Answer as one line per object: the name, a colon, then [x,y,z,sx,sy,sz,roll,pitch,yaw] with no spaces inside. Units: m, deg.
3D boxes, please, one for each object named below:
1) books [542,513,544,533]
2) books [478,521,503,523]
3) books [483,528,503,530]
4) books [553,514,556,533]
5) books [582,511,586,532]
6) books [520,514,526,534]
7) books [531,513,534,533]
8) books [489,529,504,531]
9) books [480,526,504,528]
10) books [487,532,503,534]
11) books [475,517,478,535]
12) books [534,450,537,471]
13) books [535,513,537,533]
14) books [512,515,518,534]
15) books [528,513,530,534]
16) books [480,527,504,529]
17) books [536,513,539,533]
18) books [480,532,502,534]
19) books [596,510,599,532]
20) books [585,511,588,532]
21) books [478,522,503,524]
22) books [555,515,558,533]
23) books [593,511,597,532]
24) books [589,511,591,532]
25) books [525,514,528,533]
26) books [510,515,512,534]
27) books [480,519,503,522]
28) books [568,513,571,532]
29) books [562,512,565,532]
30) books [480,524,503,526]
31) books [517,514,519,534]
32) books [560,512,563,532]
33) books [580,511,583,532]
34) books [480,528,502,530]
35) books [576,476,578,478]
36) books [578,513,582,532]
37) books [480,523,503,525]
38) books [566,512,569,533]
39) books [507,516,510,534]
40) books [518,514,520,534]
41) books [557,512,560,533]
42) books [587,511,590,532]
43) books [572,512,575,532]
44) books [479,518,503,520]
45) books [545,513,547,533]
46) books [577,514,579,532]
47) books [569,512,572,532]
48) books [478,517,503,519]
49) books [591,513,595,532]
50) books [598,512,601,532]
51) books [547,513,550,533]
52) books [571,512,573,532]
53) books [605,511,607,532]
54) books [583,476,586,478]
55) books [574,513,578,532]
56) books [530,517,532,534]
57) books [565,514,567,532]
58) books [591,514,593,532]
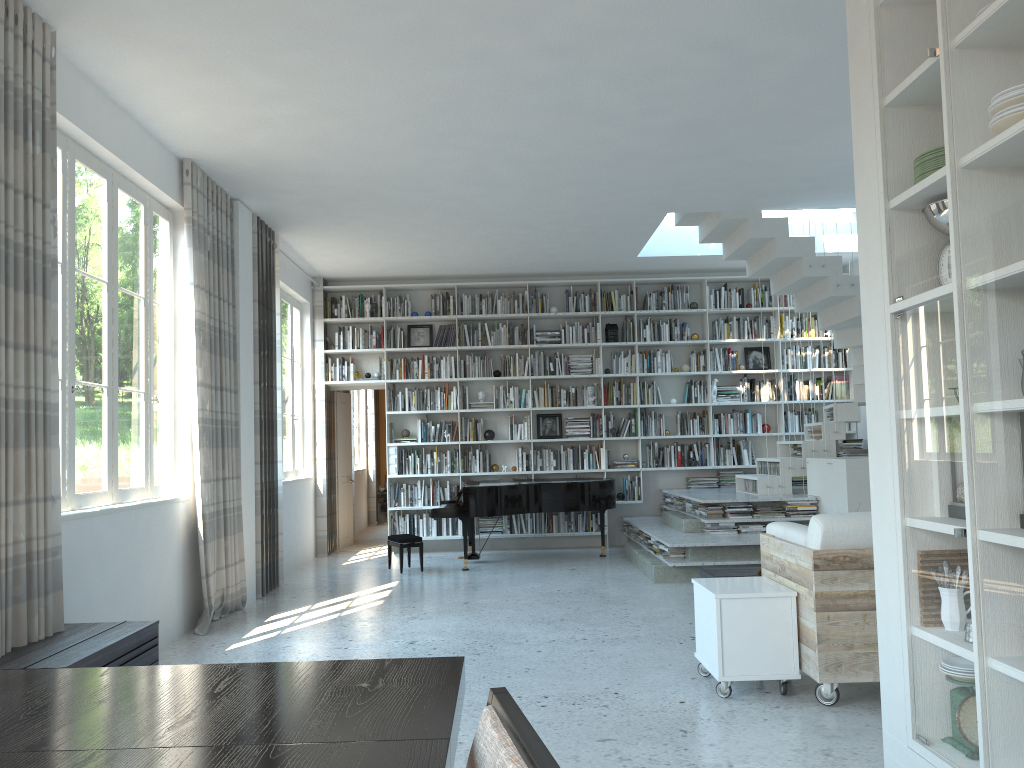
books: [0.360,1.611,10.418,0.025,0.263,0.145,-2,-4,-1]
books: [-0.251,1.613,10.402,0.285,0.005,0.159,-1,-4,-5]
books: [-0.245,1.699,10.402,0.285,0.007,0.159,-2,-4,1]
books: [0.491,1.634,10.396,0.028,0.206,0.175,-2,-4,-1]
books: [0.842,1.602,10.393,0.044,0.251,0.187,-2,-4,-1]
books: [0.123,1.610,10.405,0.073,0.275,0.181,-2,-4,-1]
books: [0.243,1.627,10.424,0.021,0.237,0.115,-2,-4,-1]
books: [-0.245,1.713,10.394,0.285,0.007,0.159,-2,-4,4]
books: [-0.246,1.672,10.396,0.285,0.007,0.159,-1,-4,-6]
books: [-0.246,1.748,10.404,0.285,0.007,0.159,-2,-4,-1]
books: [-0.413,1.622,10.407,0.027,0.282,0.129,-2,-3,-1]
books: [0.269,0.901,10.457,0.029,0.243,0.154,-2,-4,-1]
books: [0.280,1.626,10.420,0.010,0.237,0.134,-2,-4,-1]
books: [0.032,1.624,10.400,0.062,0.253,0.178,-2,-4,-1]
books: [0.197,1.615,10.388,0.024,0.260,0.189,-2,-4,-1]
books: [-0.246,1.685,10.398,0.285,0.007,0.159,-1,-4,-5]
books: [0.298,1.615,10.397,0.026,0.256,0.183,-2,-4,-1]
books: [-0.246,1.740,10.395,0.254,0.007,0.161,-2,-4,3]
books: [0.996,1.596,10.411,0.013,0.256,0.176,-2,-4,-1]
books: [0.870,1.569,10.399,0.013,0.317,0.186,-2,-4,-1]
books: [-0.251,1.624,10.409,0.285,0.005,0.159,-1,-4,-2]
books: [0.520,1.640,10.426,0.030,0.196,0.143,-2,-4,-1]
books: [0.976,1.612,10.419,0.028,0.227,0.162,-2,-4,-1]
books: [0.910,1.598,10.407,0.011,0.258,0.171,-2,-4,-1]
books: [0.172,1.618,10.419,0.025,0.259,0.133,-2,-4,-1]
books: [-0.012,1.633,10.410,0.028,0.237,0.136,-2,-4,-1]
books: [-0.248,1.602,10.405,0.285,0.005,0.159,-1,-4,-4]
books: [0.667,1.627,10.409,0.022,0.212,0.167,-2,-4,-1]
books: [0.604,1.605,10.420,0.028,0.261,0.132,-2,-4,-1]
books: [-0.247,1.652,10.410,0.285,0.007,0.159,-2,-4,-1]
books: [0.069,1.633,10.398,0.011,0.232,0.174,-2,-4,-1]
books: [0.575,1.619,10.419,0.030,0.234,0.138,-2,-4,-1]
books: [0.814,1.583,10.404,0.011,0.292,0.184,-2,-4,-1]
books: [-0.246,1.692,10.398,0.254,0.007,0.161,-1,-4,-5]
books: [0.762,1.226,10.368,0.013,0.303,0.181,-2,-4,-1]
books: [0.795,1.624,10.400,0.029,0.210,0.170,-2,-4,-1]
books: [-0.250,1.640,10.405,0.285,0.005,0.159,-1,-4,-3]
books: [0.649,1.591,10.406,0.013,0.285,0.185,-2,-4,-1]
books: [-0.040,1.651,10.397,0.029,0.202,0.178,-2,-4,-1]
books: [0.080,1.611,10.391,0.012,0.274,0.180,-2,-4,-1]
books: [0.546,1.590,10.418,0.026,0.294,0.155,-2,-4,-1]
books: [0.891,1.609,10.421,0.028,0.238,0.140,-2,-4,-1]
books: [0.717,1.602,10.419,0.024,0.262,0.131,-2,-4,-1]
books: [-0.249,1.581,10.414,0.285,0.005,0.159,-2,-4,-1]
books: [0.400,1.585,10.410,0.034,0.311,0.170,-2,-4,-1]
books: [0.775,1.627,10.395,0.010,0.205,0.180,-2,-4,-1]
books: [0.684,1.565,10.404,0.014,0.335,0.183,-2,-4,-1]
books: [-0.249,1.569,10.402,0.285,0.005,0.159,-2,-4,4]
books: [0.952,1.623,10.406,0.022,0.205,0.191,-2,-4,-1]
books: [1.017,1.615,10.404,0.029,0.217,0.191,-2,-4,-1]
books: [0.429,1.617,10.419,0.022,0.246,0.144,-2,-4,-1]
books: [0.698,1.588,10.404,0.014,0.288,0.185,-2,-4,-1]
books: [1.073,1.584,10.350,0.038,0.269,0.277,-2,-4,-1]
books: [0.855,1.228,10.373,0.015,0.293,0.169,-2,-4,-1]
books: [0.750,1.626,10.427,0.040,0.212,0.129,-2,-4,-1]
books: [0.222,1.655,10.402,0.024,0.179,0.171,-2,-4,-1]
books: [0.631,1.633,10.417,0.024,0.203,0.144,-2,-4,-1]
books: [0.929,1.631,10.415,0.024,0.191,0.155,-2,-4,-1]
